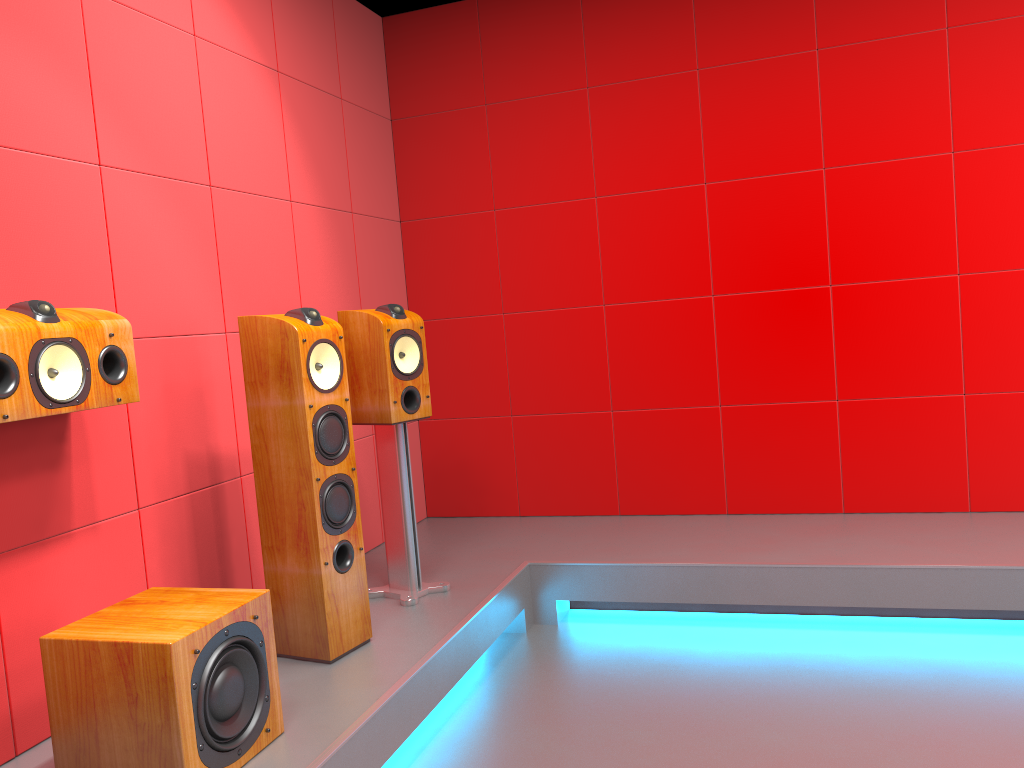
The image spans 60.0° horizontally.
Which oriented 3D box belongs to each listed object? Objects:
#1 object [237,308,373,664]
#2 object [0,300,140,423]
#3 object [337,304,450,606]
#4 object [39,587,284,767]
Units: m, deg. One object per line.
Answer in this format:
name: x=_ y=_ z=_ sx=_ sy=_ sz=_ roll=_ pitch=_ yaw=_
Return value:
object: x=-0.624 y=0.297 z=2.708 sx=0.238 sy=1.052 sz=0.203 roll=-3 pitch=5 yaw=28
object: x=-1.162 y=-0.059 z=2.105 sx=0.235 sy=0.271 sz=0.493 roll=-3 pitch=4 yaw=18
object: x=-0.432 y=0.242 z=3.221 sx=0.265 sy=1.058 sz=0.231 roll=-2 pitch=5 yaw=38
object: x=-0.791 y=0.704 z=2.057 sx=0.360 sy=0.360 sz=0.360 roll=-3 pitch=4 yaw=18
